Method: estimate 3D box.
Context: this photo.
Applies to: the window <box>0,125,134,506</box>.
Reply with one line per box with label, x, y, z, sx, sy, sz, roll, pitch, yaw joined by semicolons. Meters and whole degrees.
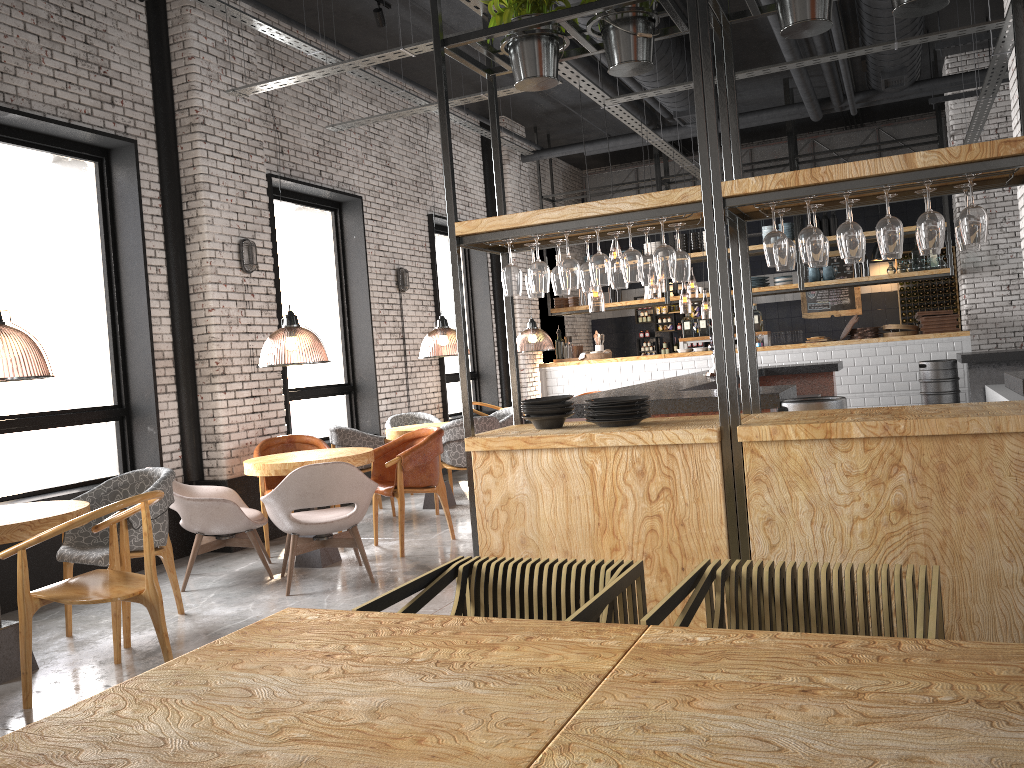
window;-3.382;-0.497;6.363;0.364;2.696;1.536;-4;1;24

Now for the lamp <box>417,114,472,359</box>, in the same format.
lamp;-0.756;-1.468;8.719;0.537;2.405;0.536;-5;0;-24

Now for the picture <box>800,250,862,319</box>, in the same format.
picture;5.516;-1.727;15.405;0.980;1.142;0.021;-4;0;24

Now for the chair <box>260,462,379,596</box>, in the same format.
chair;-1.262;0.916;5.903;0.771;0.850;0.802;-5;1;-17

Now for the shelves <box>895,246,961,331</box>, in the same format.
shelves;6.868;-1.135;14.598;0.889;2.148;0.251;-4;0;24

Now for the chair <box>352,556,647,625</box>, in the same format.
chair;0.012;0.949;2.608;0.656;0.730;0.639;-4;1;25

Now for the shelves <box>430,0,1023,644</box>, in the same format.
shelves;1.443;-1.341;3.621;3.657;5.018;0.690;-4;0;24

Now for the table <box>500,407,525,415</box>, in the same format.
table;0.347;0.676;10.880;0.933;0.809;0.932;-5;1;-24

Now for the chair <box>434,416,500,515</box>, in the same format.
chair;-0.389;0.758;8.149;0.681;0.929;0.643;-5;1;-22

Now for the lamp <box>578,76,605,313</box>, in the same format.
lamp;0.512;-1.280;5.965;0.108;1.599;0.108;-5;0;-34

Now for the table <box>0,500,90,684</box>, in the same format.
table;-2.603;1.069;4.453;0.932;0.809;0.932;-5;1;-19

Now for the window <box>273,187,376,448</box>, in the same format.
window;-2.096;-0.671;9.291;0.364;2.696;1.536;-4;1;24

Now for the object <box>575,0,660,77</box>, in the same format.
object;0.527;-1.734;4.111;0.467;0.559;0.416;-5;1;0

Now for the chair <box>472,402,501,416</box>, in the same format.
chair;-0.306;0.677;11.268;0.643;0.921;0.613;-4;1;31

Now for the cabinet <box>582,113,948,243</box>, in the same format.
cabinet;4.140;-3.078;15.007;5.860;1.768;0.682;-4;1;24

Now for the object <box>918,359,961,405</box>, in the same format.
object;4.569;0.264;9.440;0.398;1.035;0.399;-5;0;-31

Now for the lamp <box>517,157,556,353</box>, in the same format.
lamp;0.175;-1.595;10.840;0.537;2.405;0.536;-5;0;-24

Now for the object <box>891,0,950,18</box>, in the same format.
object;1.640;-1.809;3.616;0.467;0.559;0.416;-5;1;-9

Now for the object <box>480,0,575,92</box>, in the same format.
object;0.091;-1.702;4.215;0.416;0.559;0.467;-5;1;-26

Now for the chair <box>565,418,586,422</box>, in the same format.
chair;0.543;0.665;10.258;0.771;0.850;0.802;-5;1;-17

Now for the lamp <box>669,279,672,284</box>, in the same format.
lamp;2.821;-2.315;16.249;0.390;0.937;0.391;-4;0;26

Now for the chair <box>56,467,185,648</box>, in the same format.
chair;-2.196;0.976;5.125;0.680;0.929;0.644;-4;1;33

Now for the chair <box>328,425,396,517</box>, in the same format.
chair;-1.480;0.833;8.574;0.644;0.929;0.681;-5;1;-22

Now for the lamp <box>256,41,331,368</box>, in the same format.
lamp;-1.707;-1.339;6.551;0.537;2.405;0.536;-5;0;-24

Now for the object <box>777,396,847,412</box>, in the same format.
object;1.725;0.599;4.993;0.398;1.035;0.399;-5;0;-31

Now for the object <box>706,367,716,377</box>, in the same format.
object;1.925;-0.121;8.539;0.091;0.091;0.177;-5;1;-1

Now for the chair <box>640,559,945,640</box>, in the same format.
chair;0.770;0.897;2.289;0.656;0.730;0.639;-4;1;26

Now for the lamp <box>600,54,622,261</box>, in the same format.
lamp;0.705;-1.607;6.458;0.108;1.599;0.108;-5;0;-34

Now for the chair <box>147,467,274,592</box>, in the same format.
chair;-2.144;0.975;6.296;0.802;0.850;0.770;-5;1;-17

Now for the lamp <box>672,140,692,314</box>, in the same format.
lamp;1.541;-1.446;8.170;0.108;1.599;0.108;-4;0;6

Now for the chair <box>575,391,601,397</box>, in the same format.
chair;0.989;0.571;11.263;0.644;0.929;0.680;-5;1;-44

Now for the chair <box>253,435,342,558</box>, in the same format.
chair;-1.750;0.888;7.229;0.681;0.929;0.643;-5;1;-24

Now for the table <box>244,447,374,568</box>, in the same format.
table;-1.457;0.927;6.525;0.932;0.809;0.932;-5;1;-19

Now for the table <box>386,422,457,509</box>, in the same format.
table;-0.744;0.815;8.736;0.932;0.809;0.932;-5;1;-19

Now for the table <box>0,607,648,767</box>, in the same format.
table;-0.320;0.980;1.737;0.996;0.763;1.001;-4;1;24

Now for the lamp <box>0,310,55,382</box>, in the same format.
lamp;-2.659;-1.210;4.384;0.537;2.405;0.536;-5;0;-24

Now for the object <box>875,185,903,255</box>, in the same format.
object;1.481;-0.647;3.487;0.101;0.267;0.101;-4;1;38

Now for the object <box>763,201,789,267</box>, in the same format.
object;1.086;-0.620;3.662;0.101;0.267;0.101;-4;1;38

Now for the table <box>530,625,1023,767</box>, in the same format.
table;0.595;0.918;1.333;0.996;0.763;1.001;-4;1;24

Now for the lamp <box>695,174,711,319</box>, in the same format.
lamp;1.989;-1.481;9.330;0.108;1.599;0.108;-5;0;-34

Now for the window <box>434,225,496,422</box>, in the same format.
window;-0.809;-0.846;12.222;0.364;2.696;1.536;-4;1;24

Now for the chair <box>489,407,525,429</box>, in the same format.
chair;-0.097;0.710;9.127;0.644;0.929;0.681;-5;1;-22

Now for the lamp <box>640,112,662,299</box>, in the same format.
lamp;1.062;-1.396;6.939;0.108;1.461;0.108;-5;0;-4

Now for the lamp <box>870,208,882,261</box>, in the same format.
lamp;6.134;-2.538;14.748;0.390;0.937;0.391;-4;0;26

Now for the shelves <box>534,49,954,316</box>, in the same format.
shelves;3.159;-2.785;12.949;5.673;3.066;0.598;-4;0;24

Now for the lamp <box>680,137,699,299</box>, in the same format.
lamp;1.737;-1.647;8.790;0.108;1.599;0.108;-5;0;-34

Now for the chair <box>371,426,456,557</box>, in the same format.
chair;-0.759;0.818;6.894;0.644;0.929;0.681;-5;1;-29

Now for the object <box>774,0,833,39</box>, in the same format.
object;1.231;-1.781;3.765;0.416;0.559;0.467;-5;1;-27

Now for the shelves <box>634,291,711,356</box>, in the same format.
shelves;3.161;-0.990;16.283;1.760;1.482;0.157;-4;0;24

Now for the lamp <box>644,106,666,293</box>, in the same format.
lamp;1.194;-1.573;7.554;0.108;1.599;0.108;-5;0;-34

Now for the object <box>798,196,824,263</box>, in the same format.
object;1.212;-0.629;3.606;0.101;0.267;0.101;-4;1;38

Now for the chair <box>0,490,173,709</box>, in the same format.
chair;-1.884;0.979;4.163;0.643;0.921;0.613;-4;1;16

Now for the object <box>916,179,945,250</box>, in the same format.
object;1.615;-0.656;3.428;0.101;0.267;0.101;-4;1;38

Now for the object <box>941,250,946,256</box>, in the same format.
object;7.029;-2.136;14.433;0.079;0.079;0.284;-4;1;24

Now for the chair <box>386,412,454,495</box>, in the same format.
chair;-1.004;0.774;9.453;0.681;0.929;0.643;-5;1;-22
